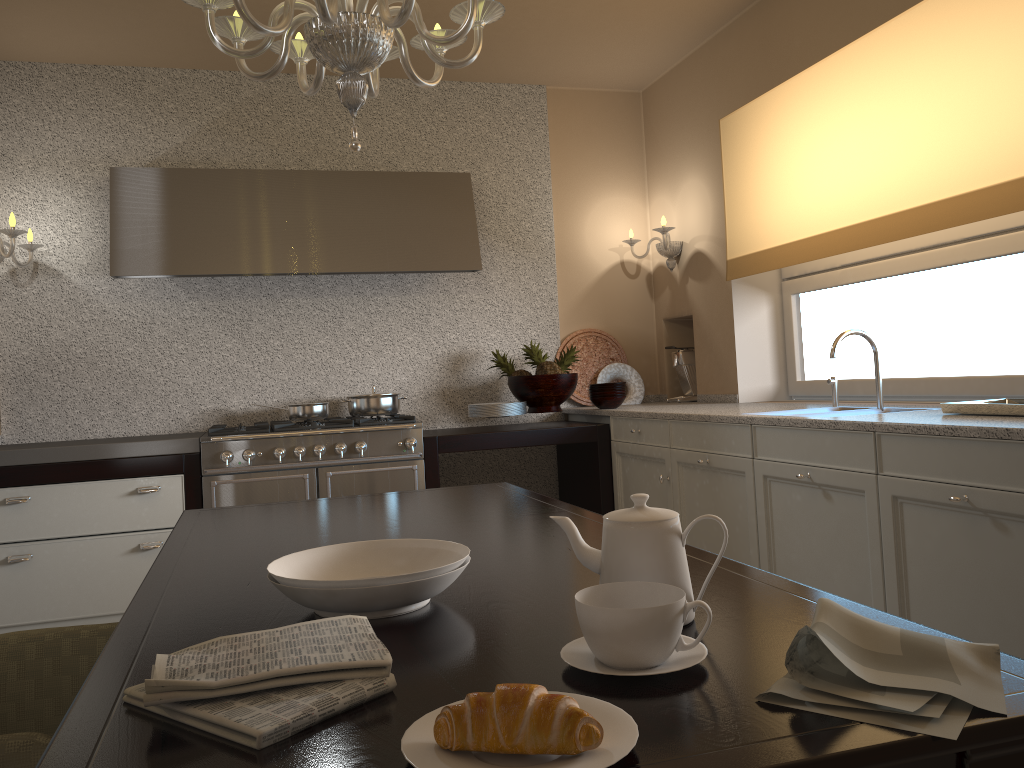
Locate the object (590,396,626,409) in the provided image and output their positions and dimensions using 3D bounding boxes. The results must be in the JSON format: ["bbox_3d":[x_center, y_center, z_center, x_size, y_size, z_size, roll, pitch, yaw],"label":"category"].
[{"bbox_3d":[0.474,0.094,4.368,0.180,0.063,0.180,-3,0,-39],"label":"object"}]

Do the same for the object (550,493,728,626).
[{"bbox_3d":[0.157,0.214,1.098,0.198,0.156,0.118,-3,-1,-10],"label":"object"}]

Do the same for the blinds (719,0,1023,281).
[{"bbox_3d":[1.516,-0.904,2.562,0.022,0.783,3.545,-3,0,-16],"label":"blinds"}]

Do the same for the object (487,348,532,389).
[{"bbox_3d":[0.001,-0.052,4.483,0.278,0.285,0.138,-4,-2,30],"label":"object"}]

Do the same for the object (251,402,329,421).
[{"bbox_3d":[-1.045,0.128,4.246,0.370,0.090,0.198,-3,0,25],"label":"object"}]

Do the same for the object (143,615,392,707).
[{"bbox_3d":[-0.253,0.293,0.927,0.233,0.051,0.164,-3,0,-16],"label":"object"}]

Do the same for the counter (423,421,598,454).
[{"bbox_3d":[-0.049,0.255,4.355,0.765,0.079,0.599,-3,0,-16],"label":"counter"}]

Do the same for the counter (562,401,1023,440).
[{"bbox_3d":[1.175,0.083,2.919,0.652,0.068,4.234,-3,0,-16],"label":"counter"}]

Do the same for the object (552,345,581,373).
[{"bbox_3d":[0.242,-0.065,4.533,0.275,0.285,0.138,-3,-2,-31],"label":"object"}]

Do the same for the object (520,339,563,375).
[{"bbox_3d":[0.143,-0.093,4.403,0.161,0.279,0.269,-2,-1,-35],"label":"object"}]

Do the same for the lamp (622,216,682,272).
[{"bbox_3d":[0.792,-0.728,4.724,0.264,0.267,0.479,-3,0,-18],"label":"lamp"}]

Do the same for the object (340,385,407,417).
[{"bbox_3d":[-0.670,0.080,4.306,0.265,0.146,0.265,-3,0,32],"label":"object"}]

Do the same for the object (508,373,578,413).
[{"bbox_3d":[0.158,0.048,4.438,0.351,0.188,0.350,-3,0,-33],"label":"object"}]

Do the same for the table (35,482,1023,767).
[{"bbox_3d":[-0.159,0.634,1.581,0.919,0.654,1.988,-3,0,-16],"label":"table"}]

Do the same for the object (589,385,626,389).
[{"bbox_3d":[0.471,0.041,4.370,0.180,0.064,0.180,-3,0,-9],"label":"object"}]

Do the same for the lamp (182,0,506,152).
[{"bbox_3d":[-0.367,-1.062,1.929,0.675,1.129,0.700,-3,-1,2],"label":"lamp"}]

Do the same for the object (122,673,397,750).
[{"bbox_3d":[-0.254,0.307,0.891,0.231,0.027,0.164,-3,0,39],"label":"object"}]

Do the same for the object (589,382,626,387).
[{"bbox_3d":[0.473,0.026,4.371,0.180,0.065,0.180,-3,0,-9],"label":"object"}]

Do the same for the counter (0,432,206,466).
[{"bbox_3d":[-1.809,0.280,3.836,0.896,0.062,0.599,-3,0,-16],"label":"counter"}]

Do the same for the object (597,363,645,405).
[{"bbox_3d":[0.593,0.018,4.852,0.282,0.273,0.093,-3,-2,-15],"label":"object"}]

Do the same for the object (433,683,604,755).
[{"bbox_3d":[0.004,0.271,0.720,0.138,0.051,0.062,-3,-1,2],"label":"object"}]

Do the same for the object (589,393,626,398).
[{"bbox_3d":[0.473,0.082,4.368,0.180,0.063,0.180,-3,0,-39],"label":"object"}]

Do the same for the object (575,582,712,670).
[{"bbox_3d":[0.130,0.257,0.939,0.125,0.070,0.116,-3,0,-23],"label":"object"}]

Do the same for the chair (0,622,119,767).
[{"bbox_3d":[-0.783,0.645,1.216,0.561,0.802,0.563,-3,-1,-10],"label":"chair"}]

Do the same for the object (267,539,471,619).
[{"bbox_3d":[-0.198,0.278,1.250,0.282,0.066,0.281,-3,0,-22],"label":"object"}]

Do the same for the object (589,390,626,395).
[{"bbox_3d":[0.473,0.068,4.369,0.180,0.063,0.180,-3,0,-39],"label":"object"}]

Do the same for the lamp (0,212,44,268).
[{"bbox_3d":[-2.205,-0.540,3.836,0.269,0.341,0.479,-3,-1,-18],"label":"lamp"}]

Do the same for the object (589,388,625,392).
[{"bbox_3d":[0.470,0.052,4.369,0.180,0.067,0.180,-3,0,-24],"label":"object"}]

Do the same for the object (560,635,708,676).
[{"bbox_3d":[0.128,0.288,0.936,0.153,0.012,0.154,-3,0,34],"label":"object"}]

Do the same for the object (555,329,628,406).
[{"bbox_3d":[0.441,-0.093,4.888,0.431,0.431,0.064,-3,-2,-17],"label":"object"}]

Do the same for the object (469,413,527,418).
[{"bbox_3d":[-0.068,0.152,4.219,0.278,0.011,0.278,-3,0,-29],"label":"object"}]
